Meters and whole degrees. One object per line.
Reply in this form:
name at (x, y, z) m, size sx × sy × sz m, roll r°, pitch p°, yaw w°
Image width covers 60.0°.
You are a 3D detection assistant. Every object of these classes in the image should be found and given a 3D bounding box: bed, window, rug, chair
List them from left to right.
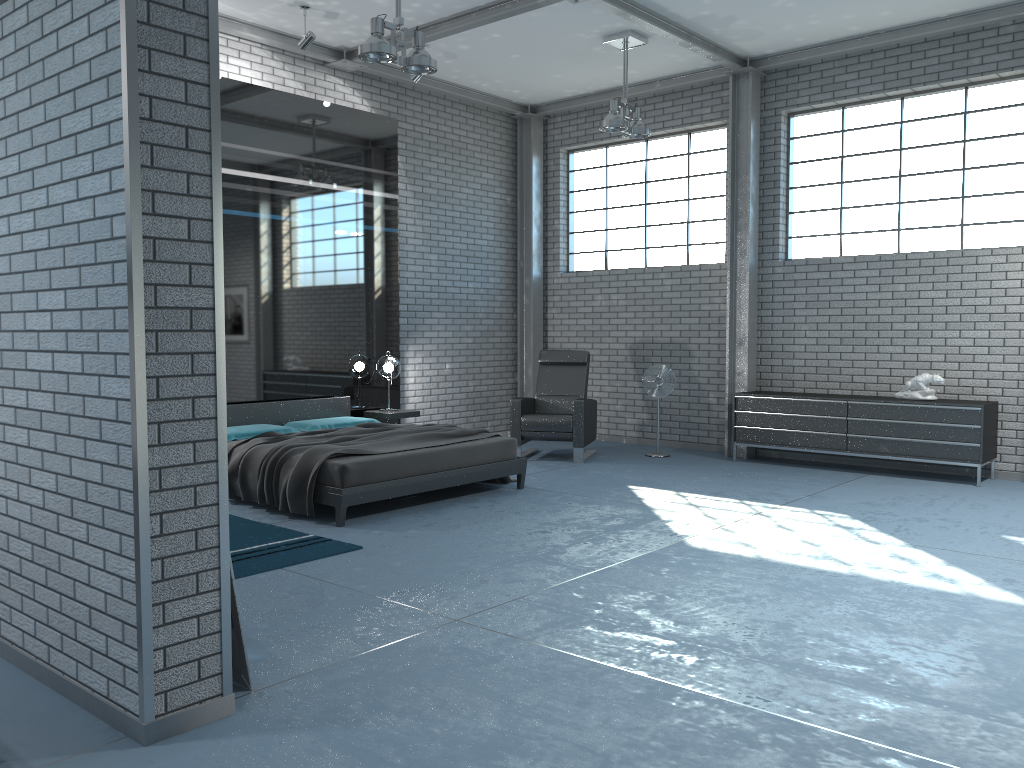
rug at (-1.968, 0.965, 5.646) m, size 2.060 × 0.012 × 0.886 m, roll 3°, pitch 4°, yaw 41°
bed at (-1.300, 0.538, 7.363) m, size 2.261 × 0.674 × 2.290 m, roll 3°, pitch 4°, yaw 41°
chair at (0.467, 0.200, 9.225) m, size 0.763 × 1.099 × 0.940 m, roll 1°, pitch 4°, yaw 16°
window at (1.544, -2.064, 10.188) m, size 2.200 × 1.500 × 0.100 m, roll 3°, pitch 4°, yaw 41°
window at (3.665, -1.959, 8.362) m, size 2.200 × 1.500 × 0.100 m, roll 3°, pitch 4°, yaw 41°

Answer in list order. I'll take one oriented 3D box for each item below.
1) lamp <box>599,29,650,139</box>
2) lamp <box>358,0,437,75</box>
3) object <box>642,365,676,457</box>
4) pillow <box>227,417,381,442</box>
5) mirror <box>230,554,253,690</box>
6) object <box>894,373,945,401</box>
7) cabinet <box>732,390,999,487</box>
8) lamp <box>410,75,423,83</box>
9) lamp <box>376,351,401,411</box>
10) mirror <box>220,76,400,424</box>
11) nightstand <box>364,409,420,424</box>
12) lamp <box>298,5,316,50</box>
lamp at (1.048, -2.761, 8.192) m, size 0.300 × 0.872 × 0.639 m, roll 3°, pitch 4°, yaw 41°
lamp at (-0.780, -2.632, 6.076) m, size 0.300 × 0.872 × 0.639 m, roll 3°, pitch 4°, yaw 41°
object at (1.517, 0.272, 9.206) m, size 0.342 × 0.954 × 0.258 m, roll 0°, pitch 3°, yaw 6°
pillow at (-1.964, 0.397, 7.823) m, size 0.567 × 0.115 × 1.810 m, roll 3°, pitch 4°, yaw 41°
mirror at (-1.247, 0.613, 3.347) m, size 0.674 × 0.978 × 0.165 m, roll 3°, pitch 4°, yaw 41°
object at (3.618, 0.021, 7.875) m, size 0.151 × 0.244 × 0.496 m, roll -2°, pitch 4°, yaw -24°
cabinet at (3.207, 0.461, 8.260) m, size 2.250 × 0.682 × 0.510 m, roll 3°, pitch 4°, yaw 41°
lamp at (-0.899, -3.036, 8.412) m, size 0.161 × 0.343 × 0.137 m, roll 1°, pitch 3°, yaw 11°
lamp at (-1.241, -0.037, 8.944) m, size 0.259 × 0.596 × 0.250 m, roll -3°, pitch 5°, yaw -41°
mirror at (-2.314, -0.927, 8.034) m, size 0.050 × 3.500 × 3.400 m, roll 3°, pitch 4°, yaw 41°
nightstand at (-1.203, 0.521, 8.909) m, size 0.400 × 0.501 × 0.400 m, roll 3°, pitch 4°, yaw 41°
lamp at (-1.740, -2.982, 7.436) m, size 0.167 × 0.332 × 0.137 m, roll 2°, pitch 4°, yaw 31°
